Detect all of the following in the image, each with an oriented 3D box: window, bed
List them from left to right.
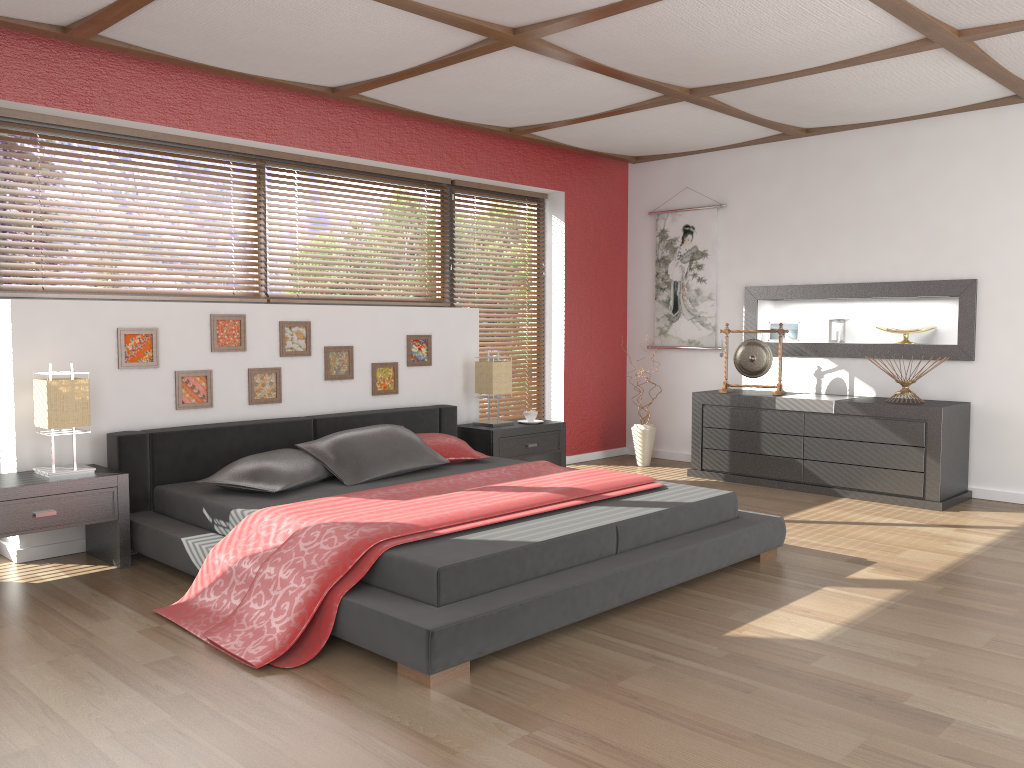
[{"bbox_3d":[-1.486,-0.912,5.232,0.020,0.786,2.817,4,5,44],"label":"window"},{"bbox_3d":[-0.436,0.524,4.109,2.413,0.577,2.469,4,5,44],"label":"bed"},{"bbox_3d":[-0.124,-0.461,6.658,0.020,1.893,0.889,4,5,44],"label":"window"}]

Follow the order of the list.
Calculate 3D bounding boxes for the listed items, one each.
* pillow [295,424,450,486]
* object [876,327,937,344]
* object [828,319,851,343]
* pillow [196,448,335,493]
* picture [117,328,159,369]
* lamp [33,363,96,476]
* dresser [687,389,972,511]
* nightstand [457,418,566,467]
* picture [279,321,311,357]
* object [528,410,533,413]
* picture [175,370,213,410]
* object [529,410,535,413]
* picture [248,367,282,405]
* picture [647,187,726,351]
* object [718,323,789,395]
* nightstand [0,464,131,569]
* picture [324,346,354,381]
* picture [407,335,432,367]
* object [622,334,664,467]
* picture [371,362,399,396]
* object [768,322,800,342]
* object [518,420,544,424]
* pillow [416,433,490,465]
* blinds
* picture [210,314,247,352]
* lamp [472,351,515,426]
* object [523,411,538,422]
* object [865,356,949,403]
[{"bbox_3d":[-0.714,0.348,4.643,0.386,0.241,0.744,3,5,40],"label":"pillow"},{"bbox_3d":[2.643,-0.327,5.951,0.350,0.116,0.181,3,5,34],"label":"object"},{"bbox_3d":[2.320,-0.377,6.287,0.159,0.171,0.159,0,4,3],"label":"object"},{"bbox_3d":[-1.134,0.419,4.340,0.418,0.172,0.745,1,4,19],"label":"pillow"},{"bbox_3d":[-1.852,-0.178,4.397,0.010,0.200,0.200,4,5,44],"label":"picture"},{"bbox_3d":[-2.009,0.148,3.963,0.200,0.480,0.200,4,5,44],"label":"lamp"},{"bbox_3d":[2.070,0.387,5.948,1.740,0.608,0.540,4,5,44],"label":"dresser"},{"bbox_3d":[-0.011,0.478,5.976,0.413,0.423,0.700,4,5,44],"label":"nightstand"},{"bbox_3d":[-1.228,-0.256,5.031,0.010,0.200,0.200,4,5,44],"label":"picture"},{"bbox_3d":[0.125,0.186,6.025,0.007,0.007,0.192,1,4,9],"label":"object"},{"bbox_3d":[-1.653,0.029,4.614,0.010,0.200,0.200,4,5,44],"label":"picture"},{"bbox_3d":[0.135,0.187,6.004,0.007,0.007,0.192,1,4,14],"label":"object"},{"bbox_3d":[-1.366,0.011,4.907,0.010,0.200,0.200,4,5,44],"label":"picture"},{"bbox_3d":[1.360,-0.905,6.968,0.701,1.270,0.028,4,5,44],"label":"picture"},{"bbox_3d":[1.697,-0.183,6.244,0.490,0.498,0.173,2,4,29],"label":"object"},{"bbox_3d":[-2.091,0.618,3.852,0.413,0.423,0.700,4,5,44],"label":"nightstand"},{"bbox_3d":[-1.023,-0.124,5.250,0.010,0.200,0.200,4,5,44],"label":"picture"},{"bbox_3d":[-0.594,-0.214,5.684,0.010,0.200,0.200,4,5,44],"label":"picture"},{"bbox_3d":[0.974,0.118,6.789,0.364,1.035,0.422,1,4,20],"label":"object"},{"bbox_3d":[-0.786,-0.033,5.499,0.010,0.200,0.200,4,5,44],"label":"picture"},{"bbox_3d":[2.007,-0.387,6.546,0.226,0.146,0.041,2,4,24],"label":"object"},{"bbox_3d":[0.126,0.257,6.022,0.179,0.012,0.179,-1,4,-21],"label":"object"},{"bbox_3d":[-0.535,0.374,5.028,0.745,0.172,0.418,-2,4,-27],"label":"pillow"},{"bbox_3d":[-1.439,-0.331,5.219,0.032,1.952,4.840,4,5,44],"label":"blinds"},{"bbox_3d":[-1.514,-0.272,4.737,0.010,0.200,0.200,4,5,44],"label":"picture"},{"bbox_3d":[-0.123,0.021,5.889,0.200,0.480,0.200,4,5,44],"label":"lamp"},{"bbox_3d":[0.126,0.225,6.020,0.099,0.069,0.099,-1,4,-21],"label":"object"},{"bbox_3d":[2.455,-0.029,5.528,0.481,0.282,0.481,1,4,11],"label":"object"}]
